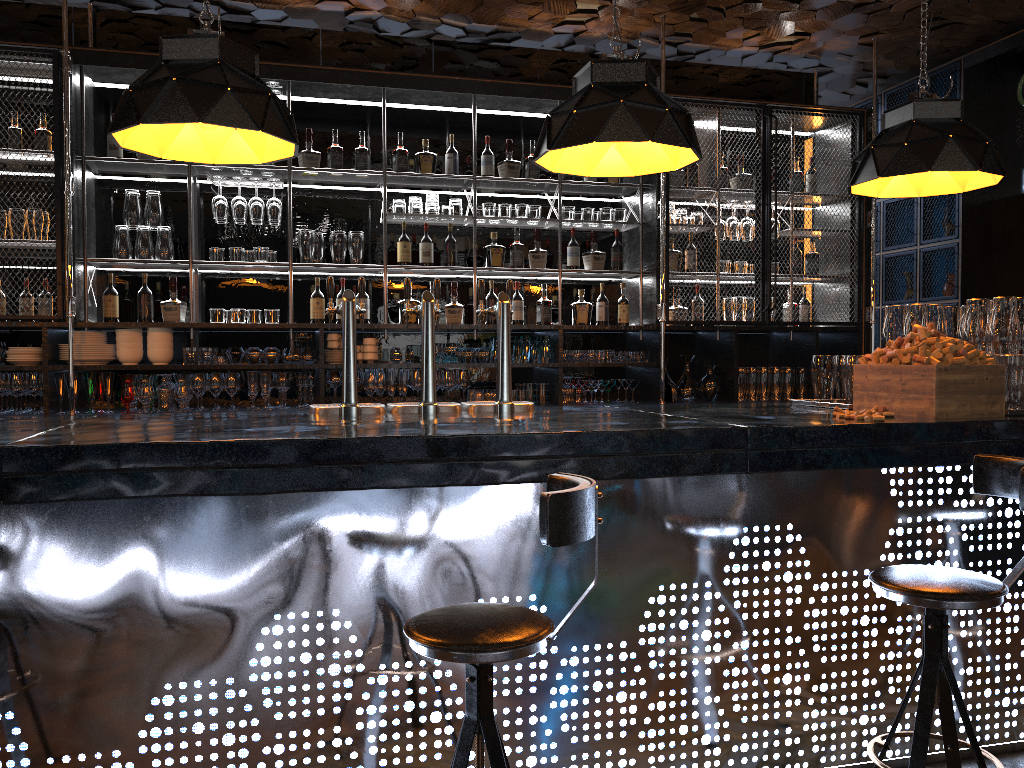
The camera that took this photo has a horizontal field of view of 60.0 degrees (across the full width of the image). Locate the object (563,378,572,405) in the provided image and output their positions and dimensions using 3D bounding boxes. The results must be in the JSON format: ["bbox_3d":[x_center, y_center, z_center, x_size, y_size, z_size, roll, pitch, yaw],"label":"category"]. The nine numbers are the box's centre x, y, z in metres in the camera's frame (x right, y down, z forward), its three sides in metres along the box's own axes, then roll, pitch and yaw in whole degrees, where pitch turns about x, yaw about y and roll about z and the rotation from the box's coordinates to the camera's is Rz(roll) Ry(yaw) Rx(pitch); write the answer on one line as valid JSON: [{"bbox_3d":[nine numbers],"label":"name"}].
[{"bbox_3d":[0.344,0.046,5.709,0.089,0.174,0.089,1,2,36],"label":"object"}]

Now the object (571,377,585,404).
[{"bbox_3d":[0.432,0.044,5.794,0.089,0.174,0.089,1,2,36],"label":"object"}]

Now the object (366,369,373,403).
[{"bbox_3d":[-0.876,0.027,5.495,0.058,0.234,0.058,0,2,8],"label":"object"}]

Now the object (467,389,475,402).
[{"bbox_3d":[-0.262,0.083,5.796,0.067,0.100,0.067,-1,2,-23],"label":"object"}]

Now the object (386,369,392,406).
[{"bbox_3d":[-0.778,0.024,5.623,0.049,0.231,0.049,-1,2,-25],"label":"object"}]

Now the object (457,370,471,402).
[{"bbox_3d":[-0.303,0.025,5.572,0.091,0.229,0.091,-2,2,-43],"label":"object"}]

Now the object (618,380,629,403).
[{"bbox_3d":[0.767,0.048,5.967,0.107,0.152,0.107,0,2,-1],"label":"object"}]

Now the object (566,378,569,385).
[{"bbox_3d":[0.375,0.038,5.980,0.089,0.174,0.089,1,2,36],"label":"object"}]

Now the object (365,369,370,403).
[{"bbox_3d":[-0.896,0.025,5.565,0.058,0.234,0.058,-2,2,-40],"label":"object"}]

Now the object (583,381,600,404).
[{"bbox_3d":[0.520,0.055,5.802,0.106,0.148,0.106,0,2,4],"label":"object"}]

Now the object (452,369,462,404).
[{"bbox_3d":[-0.356,0.018,5.797,0.091,0.229,0.091,-1,2,-17],"label":"object"}]

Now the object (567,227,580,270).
[{"bbox_3d":[0.409,-0.895,5.926,0.086,0.298,0.086,1,2,34],"label":"object"}]

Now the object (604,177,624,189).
[{"bbox_3d":[0.686,-1.443,5.975,0.151,0.248,0.094,0,2,14],"label":"object"}]

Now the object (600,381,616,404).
[{"bbox_3d":[0.633,0.054,5.834,0.106,0.148,0.106,0,2,-5],"label":"object"}]

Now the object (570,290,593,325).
[{"bbox_3d":[0.465,-0.506,5.944,0.151,0.248,0.094,0,2,-6],"label":"object"}]

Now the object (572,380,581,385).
[{"bbox_3d":[0.460,0.048,6.029,0.106,0.148,0.106,0,2,4],"label":"object"}]

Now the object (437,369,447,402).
[{"bbox_3d":[-0.453,0.020,5.769,0.091,0.229,0.091,1,2,43],"label":"object"}]

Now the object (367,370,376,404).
[{"bbox_3d":[-0.857,0.029,5.412,0.058,0.234,0.058,1,2,28],"label":"object"}]

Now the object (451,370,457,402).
[{"bbox_3d":[-0.387,0.022,5.668,0.091,0.229,0.091,-1,2,-21],"label":"object"}]

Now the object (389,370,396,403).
[{"bbox_3d":[-0.731,0.029,5.436,0.049,0.231,0.049,0,2,-3],"label":"object"}]

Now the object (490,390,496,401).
[{"bbox_3d":[-0.108,0.089,5.603,0.067,0.099,0.067,-2,2,-43],"label":"object"}]

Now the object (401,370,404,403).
[{"bbox_3d":[-0.673,0.027,5.519,0.049,0.231,0.049,-1,2,-11],"label":"object"}]

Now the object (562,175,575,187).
[{"bbox_3d":[0.372,-1.466,5.895,0.086,0.299,0.086,1,2,34],"label":"object"}]

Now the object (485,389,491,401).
[{"bbox_3d":[-0.140,0.086,5.724,0.067,0.099,0.067,-2,2,-43],"label":"object"}]

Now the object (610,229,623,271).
[{"bbox_3d":[0.710,-0.899,6.002,0.086,0.299,0.086,1,2,34],"label":"object"}]

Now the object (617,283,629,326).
[{"bbox_3d":[0.754,-0.534,6.021,0.080,0.299,0.080,-1,2,-12],"label":"object"}]

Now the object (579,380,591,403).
[{"bbox_3d":[0.492,0.052,5.916,0.106,0.148,0.106,0,2,17],"label":"object"}]

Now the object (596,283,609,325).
[{"bbox_3d":[0.610,-0.533,5.997,0.086,0.298,0.086,1,2,34],"label":"object"}]

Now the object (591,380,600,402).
[{"bbox_3d":[0.571,0.047,6.057,0.106,0.148,0.106,1,2,24],"label":"object"}]

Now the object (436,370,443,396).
[{"bbox_3d":[-0.479,0.023,5.645,0.091,0.229,0.091,0,2,17],"label":"object"}]

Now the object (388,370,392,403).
[{"bbox_3d":[-0.747,0.027,5.500,0.049,0.231,0.049,0,2,-6],"label":"object"}]

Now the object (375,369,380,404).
[{"bbox_3d":[-0.839,0.023,5.617,0.058,0.234,0.058,-2,2,-38],"label":"object"}]

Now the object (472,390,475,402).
[{"bbox_3d":[-0.224,0.086,5.691,0.067,0.100,0.067,-1,2,-23],"label":"object"}]

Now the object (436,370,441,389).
[{"bbox_3d":[-0.485,0.027,5.527,0.091,0.229,0.091,1,2,32],"label":"object"}]

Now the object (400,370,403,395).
[{"bbox_3d":[-0.685,0.025,5.583,0.049,0.231,0.049,0,2,-7],"label":"object"}]

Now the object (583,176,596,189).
[{"bbox_3d":[0.523,-1.468,5.964,0.086,0.298,0.086,1,2,34],"label":"object"}]

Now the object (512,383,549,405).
[{"bbox_3d":[0.064,0.065,5.765,0.356,0.134,0.206,0,2,-7],"label":"object"}]

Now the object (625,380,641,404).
[{"bbox_3d":[0.798,0.051,5.855,0.107,0.152,0.107,0,2,11],"label":"object"}]

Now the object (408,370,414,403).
[{"bbox_3d":[-0.636,0.022,5.721,0.091,0.229,0.091,0,2,21],"label":"object"}]

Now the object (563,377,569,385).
[{"bbox_3d":[0.330,0.044,5.803,0.089,0.174,0.089,1,2,36],"label":"object"}]

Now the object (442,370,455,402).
[{"bbox_3d":[-0.396,0.026,5.549,0.091,0.229,0.091,0,2,12],"label":"object"}]

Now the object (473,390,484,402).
[{"bbox_3d":[-0.209,0.090,5.579,0.067,0.100,0.067,-1,2,-23],"label":"object"}]

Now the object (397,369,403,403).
[{"bbox_3d":[-0.710,0.023,5.637,0.049,0.231,0.049,-1,2,-12],"label":"object"}]

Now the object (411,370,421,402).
[{"bbox_3d":[-0.584,0.028,5.496,0.091,0.229,0.091,-1,2,-29],"label":"object"}]

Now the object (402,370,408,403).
[{"bbox_3d":[-0.658,0.029,5.455,0.049,0.231,0.049,-1,2,-20],"label":"object"}]

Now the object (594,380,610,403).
[{"bbox_3d":[0.602,0.051,5.947,0.106,0.148,0.106,0,2,14],"label":"object"}]

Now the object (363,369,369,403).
[{"bbox_3d":[-0.917,0.022,5.646,0.058,0.234,0.058,-1,2,-12],"label":"object"}]

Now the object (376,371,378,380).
[{"bbox_3d":[-0.819,0.025,5.530,0.058,0.234,0.058,0,2,18],"label":"object"}]

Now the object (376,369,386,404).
[{"bbox_3d":[-0.804,0.028,5.436,0.058,0.234,0.058,-1,2,-11],"label":"object"}]

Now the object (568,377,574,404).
[{"bbox_3d":[0.386,0.041,5.882,0.089,0.174,0.089,1,2,36],"label":"object"}]

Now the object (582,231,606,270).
[{"bbox_3d":[0.551,-0.886,5.942,0.123,0.279,0.123,-1,2,-26],"label":"object"}]

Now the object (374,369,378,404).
[{"bbox_3d":[-0.864,0.020,5.693,0.058,0.234,0.058,1,2,29],"label":"object"}]

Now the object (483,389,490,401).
[{"bbox_3d":[-0.167,0.083,5.817,0.067,0.099,0.067,-2,2,-43],"label":"object"}]
